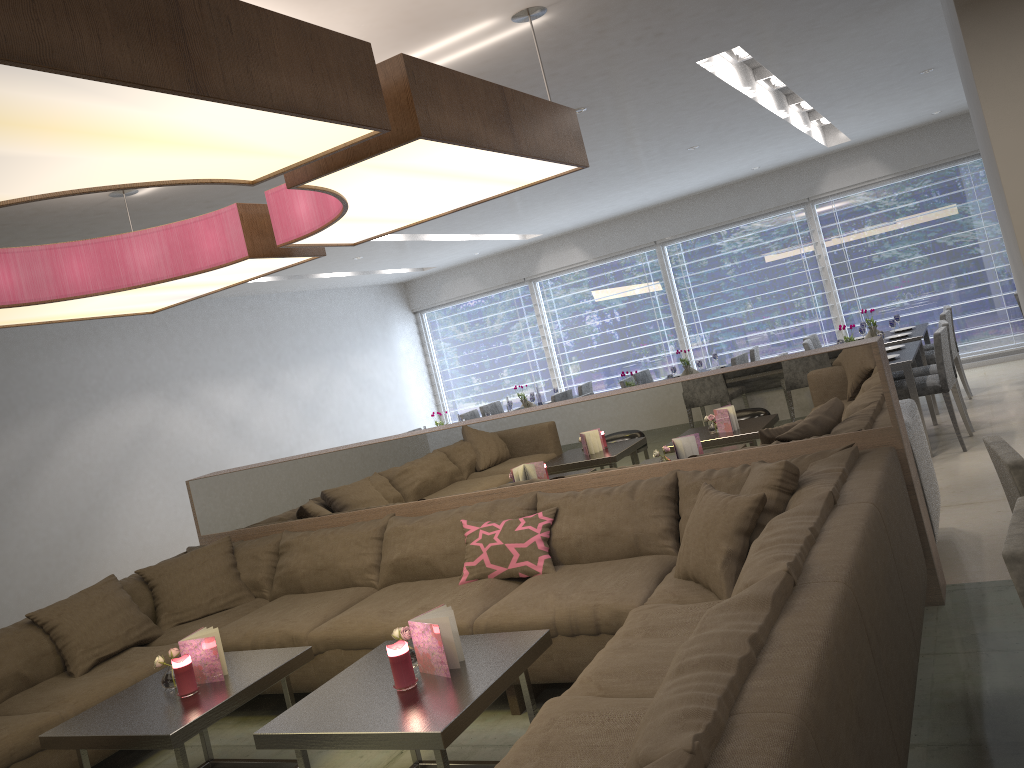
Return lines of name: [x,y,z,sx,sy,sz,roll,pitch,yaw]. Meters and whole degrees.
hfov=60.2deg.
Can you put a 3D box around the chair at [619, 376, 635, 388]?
chair: [1.375,0.274,8.309,0.489,0.764,0.479,-14,-1,23]

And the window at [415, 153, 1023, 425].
window: [1.992,-0.695,10.477,7.046,2.077,0.159,-13,-1,28]

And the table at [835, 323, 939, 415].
table: [3.227,-0.084,7.616,0.771,0.635,1.198,-13,1,28]

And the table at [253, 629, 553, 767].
table: [-0.263,1.091,2.664,0.652,0.413,0.662,-13,1,28]

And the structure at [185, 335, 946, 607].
structure: [-0.080,0.672,4.265,3.744,1.010,0.225,-13,-1,28]

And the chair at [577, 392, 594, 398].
chair: [0.874,0.432,7.456,0.488,0.764,0.480,-14,-1,33]

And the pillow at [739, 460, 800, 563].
pillow: [0.861,0.451,3.066,0.292,0.395,0.525,-14,1,-3]

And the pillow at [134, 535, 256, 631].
pillow: [-1.559,0.993,4.369,0.506,0.357,0.295,-14,0,-30]

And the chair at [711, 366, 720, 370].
chair: [1.499,0.294,7.131,0.489,0.764,0.479,-14,-1,23]

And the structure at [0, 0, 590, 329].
structure: [-1.381,-0.700,2.794,2.423,0.619,2.465,-13,2,28]

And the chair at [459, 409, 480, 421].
chair: [-0.166,0.615,9.136,0.489,0.764,0.479,-14,-1,23]

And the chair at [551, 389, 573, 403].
chair: [0.394,0.491,8.824,0.488,0.764,0.480,-14,-1,33]

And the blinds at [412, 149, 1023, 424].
blinds: [1.929,-0.703,10.390,7.041,2.047,0.045,-13,-1,28]

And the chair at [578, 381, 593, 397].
chair: [0.649,0.409,9.304,0.489,0.764,0.479,-14,-1,23]

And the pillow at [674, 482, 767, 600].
pillow: [0.691,0.526,2.959,0.236,0.323,0.378,-14,0,-17]

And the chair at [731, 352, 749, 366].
chair: [1.935,0.151,7.997,0.488,0.764,0.480,-14,-1,33]

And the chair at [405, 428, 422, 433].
chair: [-0.720,0.785,8.312,0.488,0.764,0.480,-14,-1,33]

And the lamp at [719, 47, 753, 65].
lamp: [1.331,-1.973,5.143,0.225,0.101,0.491,-13,2,28]

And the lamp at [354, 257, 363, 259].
lamp: [-1.488,-1.220,8.566,0.089,0.007,0.088,-14,2,-17]

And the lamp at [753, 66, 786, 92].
lamp: [1.851,-2.142,6.156,0.225,0.101,0.491,-13,2,28]

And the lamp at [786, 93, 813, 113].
lamp: [2.425,-2.329,7.275,0.225,0.101,0.491,-13,2,28]

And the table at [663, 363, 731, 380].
table: [1.774,0.238,8.396,0.771,0.635,1.198,-13,1,28]

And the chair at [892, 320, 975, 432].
chair: [2.952,-0.028,6.351,0.489,0.764,0.479,-14,-1,23]

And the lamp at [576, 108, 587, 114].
lamp: [0.373,-1.520,4.924,0.089,0.007,0.088,-14,2,-17]

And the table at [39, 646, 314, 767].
table: [-1.124,1.281,3.125,0.652,0.413,0.662,-13,1,28]

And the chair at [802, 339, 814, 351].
chair: [2.828,-0.047,7.530,0.489,0.764,0.479,-14,-1,23]

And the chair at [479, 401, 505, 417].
chair: [0.024,0.547,9.630,0.488,0.764,0.480,-14,-1,33]

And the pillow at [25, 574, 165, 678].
pillow: [-1.875,1.084,3.988,0.310,0.340,0.497,-14,1,22]

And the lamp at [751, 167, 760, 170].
lamp: [2.501,-2.214,9.070,0.089,0.007,0.088,-14,2,-17]

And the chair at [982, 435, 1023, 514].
chair: [1.564,0.486,2.204,0.489,0.764,0.479,-14,-1,20]

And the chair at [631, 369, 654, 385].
chair: [1.565,0.207,8.803,0.488,0.764,0.480,-14,-1,33]

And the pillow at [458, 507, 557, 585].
pillow: [-0.017,0.677,3.676,0.460,0.253,0.181,-13,0,23]

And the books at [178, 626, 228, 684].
books: [-1.105,0.984,3.165,0.143,0.164,0.257,-14,1,-8]

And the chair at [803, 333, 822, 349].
chair: [3.018,-0.114,8.024,0.488,0.764,0.480,-14,-1,33]

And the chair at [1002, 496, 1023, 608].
chair: [1.242,0.592,1.547,0.487,0.764,0.480,-14,-1,35]

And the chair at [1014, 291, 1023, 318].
chair: [4.487,-0.439,7.236,0.488,0.764,0.480,-14,-1,33]

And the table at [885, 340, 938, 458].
table: [2.536,0.142,6.270,0.771,0.635,1.198,-13,1,28]

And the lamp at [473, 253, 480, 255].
lamp: [-0.425,-1.567,10.640,0.089,0.007,0.088,-14,2,-17]

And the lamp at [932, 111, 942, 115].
lamp: [3.976,-2.540,8.279,0.089,0.007,0.088,-14,2,-17]

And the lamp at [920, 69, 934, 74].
lamp: [2.912,-2.193,6.206,0.089,0.007,0.088,-14,2,-17]

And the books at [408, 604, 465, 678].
books: [-0.197,0.783,2.699,0.144,0.165,0.156,-14,0,-42]

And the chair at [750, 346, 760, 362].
chair: [2.190,0.068,8.477,0.489,0.764,0.479,-14,-1,23]

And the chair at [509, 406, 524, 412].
chair: [-0.088,0.644,7.994,0.489,0.764,0.479,-14,-1,23]

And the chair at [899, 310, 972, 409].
chair: [3.388,-0.170,7.218,0.488,0.764,0.480,-14,-1,33]

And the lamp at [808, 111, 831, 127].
lamp: [2.932,-2.494,8.262,0.225,0.101,0.491,-13,2,28]

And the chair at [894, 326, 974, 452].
chair: [2.697,0.055,5.871,0.488,0.764,0.480,-14,-1,33]

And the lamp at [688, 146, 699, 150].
lamp: [1.437,-1.867,6.997,0.089,0.007,0.088,-14,2,-17]

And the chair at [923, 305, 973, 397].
chair: [3.643,-0.253,7.698,0.489,0.764,0.479,-14,-1,23]

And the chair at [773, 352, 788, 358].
chair: [2.327,0.111,6.677,0.488,0.764,0.480,-14,-1,33]
